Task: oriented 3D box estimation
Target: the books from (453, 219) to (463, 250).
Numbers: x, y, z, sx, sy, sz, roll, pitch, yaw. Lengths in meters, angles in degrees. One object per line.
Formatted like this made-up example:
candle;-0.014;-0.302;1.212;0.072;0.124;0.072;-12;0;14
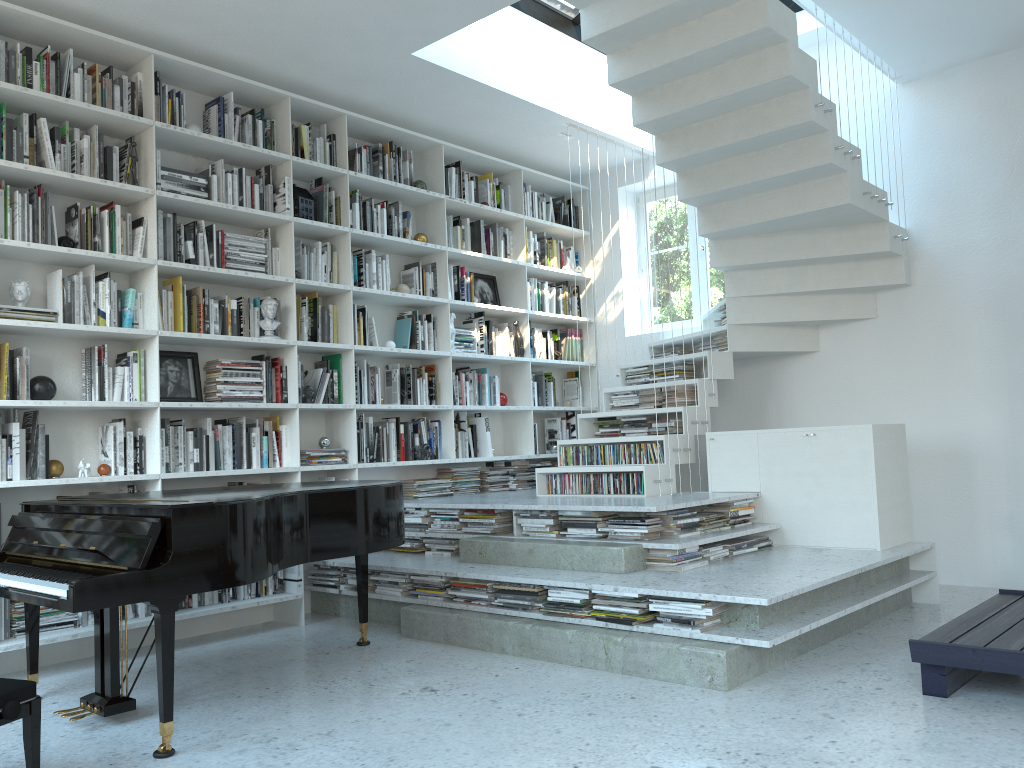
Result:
books;-0.432;-1.059;6.490;0.167;0.261;0.026;-6;-5;42

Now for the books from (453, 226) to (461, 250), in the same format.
books;-0.445;-1.033;6.466;0.175;0.207;0.025;-6;-5;42

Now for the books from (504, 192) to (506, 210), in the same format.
books;-0.108;-1.384;6.925;0.131;0.211;0.031;-6;-5;42

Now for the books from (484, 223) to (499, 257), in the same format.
books;-0.173;-1.066;6.770;0.181;0.294;0.022;-6;-5;42

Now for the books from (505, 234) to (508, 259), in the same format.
books;-0.101;-1.031;6.875;0.158;0.234;0.022;-6;-5;42

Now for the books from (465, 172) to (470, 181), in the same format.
books;-0.367;-1.428;6.636;0.153;0.279;0.012;-6;-5;42

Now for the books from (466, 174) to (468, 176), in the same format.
books;-0.384;-1.417;6.597;0.151;0.254;0.021;-6;-5;42

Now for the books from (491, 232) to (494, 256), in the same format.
books;-0.208;-1.028;6.734;0.165;0.217;0.031;-6;-5;42

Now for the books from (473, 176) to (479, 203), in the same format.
books;-0.321;-1.417;6.663;0.165;0.257;0.030;-6;-5;42

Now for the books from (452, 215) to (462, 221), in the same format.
books;-0.427;-1.075;6.510;0.162;0.296;0.011;-6;-5;42

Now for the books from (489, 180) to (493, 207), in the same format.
books;-0.221;-1.411;6.770;0.189;0.251;0.016;-6;-5;42

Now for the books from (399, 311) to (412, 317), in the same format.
books;-0.728;-0.351;6.120;0.135;0.290;0.016;-6;-5;42

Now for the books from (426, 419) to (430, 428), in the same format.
books;-0.617;0.387;6.168;0.143;0.282;0.012;-6;-5;42

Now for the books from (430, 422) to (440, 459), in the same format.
books;-0.569;0.399;6.183;0.157;0.258;0.026;-6;-5;42

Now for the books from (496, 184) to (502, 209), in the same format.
books;-0.152;-1.400;6.834;0.186;0.235;0.018;-6;-5;42

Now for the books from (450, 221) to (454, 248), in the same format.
books;-0.480;-1.053;6.464;0.130;0.250;0.026;-6;-5;42

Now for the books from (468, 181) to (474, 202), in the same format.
books;-0.358;-1.392;6.603;0.190;0.202;0.024;-6;-5;42

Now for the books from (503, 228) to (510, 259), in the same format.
books;-0.084;-1.055;6.891;0.147;0.283;0.026;-6;-5;42

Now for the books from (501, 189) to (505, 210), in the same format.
books;-0.128;-1.386;6.869;0.169;0.210;0.029;-6;-5;42

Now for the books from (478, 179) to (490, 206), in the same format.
books;-0.238;-1.414;6.739;0.169;0.256;0.019;-6;-5;42

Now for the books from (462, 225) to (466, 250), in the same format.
books;-0.404;-1.043;6.553;0.146;0.236;0.024;-6;-5;42

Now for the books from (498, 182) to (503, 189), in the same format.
books;-0.124;-1.419;6.903;0.136;0.279;0.025;-6;-5;42

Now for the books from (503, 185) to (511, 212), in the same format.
books;-0.074;-1.410;6.933;0.163;0.263;0.026;-6;-5;42

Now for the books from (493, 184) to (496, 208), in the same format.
books;-0.191;-1.397;6.789;0.170;0.225;0.007;-6;-5;42

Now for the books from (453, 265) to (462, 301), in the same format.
books;-0.438;-0.707;6.455;0.176;0.287;0.012;-6;-5;42

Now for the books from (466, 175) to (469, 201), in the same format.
books;-0.392;-1.410;6.574;0.172;0.236;0.022;-6;-5;42

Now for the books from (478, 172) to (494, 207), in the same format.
books;-0.204;-1.444;6.793;0.165;0.320;0.007;-6;-5;42

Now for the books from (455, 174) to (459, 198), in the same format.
books;-0.453;-1.409;6.516;0.148;0.231;0.030;-6;-5;42

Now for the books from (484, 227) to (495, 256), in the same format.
books;-0.198;-1.050;6.761;0.156;0.263;0.023;-6;-5;42

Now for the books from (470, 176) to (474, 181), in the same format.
books;-0.345;-1.415;6.656;0.161;0.254;0.012;-6;-5;42

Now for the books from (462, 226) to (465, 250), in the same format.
books;-0.412;-1.039;6.523;0.158;0.224;0.030;-6;-5;42

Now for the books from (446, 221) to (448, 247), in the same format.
books;-0.521;-1.049;6.405;0.142;0.236;0.013;-6;-5;42

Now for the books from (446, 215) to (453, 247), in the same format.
books;-0.500;-1.071;6.430;0.167;0.282;0.051;-6;-5;42

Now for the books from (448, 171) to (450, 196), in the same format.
books;-0.519;-1.412;6.438;0.168;0.231;0.024;-6;-5;42

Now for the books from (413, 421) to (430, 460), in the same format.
books;-0.658;0.391;6.086;0.186;0.266;0.070;-6;-5;42

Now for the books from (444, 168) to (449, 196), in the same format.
books;-0.530;-1.419;6.415;0.184;0.241;0.026;-6;-5;42

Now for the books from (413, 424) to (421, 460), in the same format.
books;-0.688;0.399;6.061;0.164;0.249;0.012;-6;-5;42

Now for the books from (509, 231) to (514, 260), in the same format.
books;-0.063;-1.045;6.910;0.169;0.265;0.031;-6;-5;42

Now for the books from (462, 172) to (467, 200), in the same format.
books;-0.404;-1.423;6.561;0.168;0.262;0.014;-6;-5;42

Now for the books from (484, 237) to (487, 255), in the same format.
books;-0.267;-1.061;6.698;0.162;0.283;0.048;-6;-5;42

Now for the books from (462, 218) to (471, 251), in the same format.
books;-0.373;-1.069;6.559;0.156;0.287;0.026;-6;-5;42

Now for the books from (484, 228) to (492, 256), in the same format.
books;-0.227;-1.041;6.704;0.189;0.239;0.014;-6;-5;42

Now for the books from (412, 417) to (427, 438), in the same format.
books;-0.638;0.379;6.124;0.134;0.293;0.013;-6;-5;42

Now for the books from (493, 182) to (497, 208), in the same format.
books;-0.185;-1.408;6.808;0.164;0.248;0.031;-6;-5;42

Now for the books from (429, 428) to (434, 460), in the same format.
books;-0.605;0.416;6.140;0.168;0.220;0.013;-6;-5;42

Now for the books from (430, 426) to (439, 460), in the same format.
books;-0.581;0.413;6.159;0.176;0.228;0.025;-6;-5;42

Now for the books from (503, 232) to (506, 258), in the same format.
books;-0.121;-1.036;6.839;0.162;0.241;0.030;-6;-5;42

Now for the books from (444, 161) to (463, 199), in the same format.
books;-0.432;-1.460;6.528;0.180;0.332;0.014;-6;-5;42

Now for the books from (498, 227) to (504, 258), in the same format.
books;-0.138;-1.053;6.810;0.177;0.272;0.036;-6;-5;42

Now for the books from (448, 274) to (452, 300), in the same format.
books;-0.508;-0.709;6.387;0.146;0.288;0.065;-6;-5;42

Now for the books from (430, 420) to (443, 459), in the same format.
books;-0.553;0.392;6.203;0.171;0.272;0.025;-6;-5;42

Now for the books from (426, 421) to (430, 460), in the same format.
books;-0.627;0.394;6.136;0.150;0.264;0.021;-6;-5;42

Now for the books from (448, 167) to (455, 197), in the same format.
books;-0.478;-1.434;6.487;0.150;0.278;0.048;-6;-5;42

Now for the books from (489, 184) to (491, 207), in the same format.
books;-0.230;-1.396;6.750;0.182;0.220;0.008;-6;-5;42

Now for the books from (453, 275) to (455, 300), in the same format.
books;-0.473;-0.696;6.449;0.131;0.268;0.043;-6;-5;42

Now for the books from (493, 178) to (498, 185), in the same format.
books;-0.156;-1.430;6.863;0.131;0.299;0.020;-6;-5;42

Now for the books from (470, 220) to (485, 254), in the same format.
books;-0.306;-1.060;6.571;0.245;0.265;0.032;-6;-5;42

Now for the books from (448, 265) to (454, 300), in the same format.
books;-0.485;-0.706;6.423;0.159;0.285;0.012;-6;-5;42
